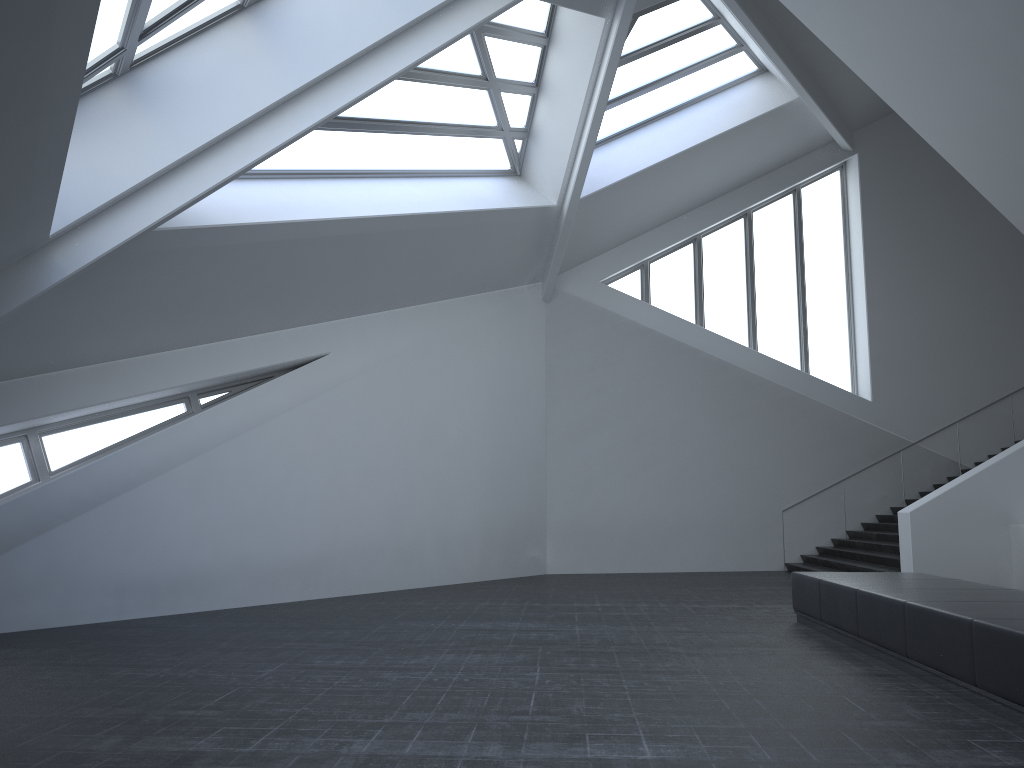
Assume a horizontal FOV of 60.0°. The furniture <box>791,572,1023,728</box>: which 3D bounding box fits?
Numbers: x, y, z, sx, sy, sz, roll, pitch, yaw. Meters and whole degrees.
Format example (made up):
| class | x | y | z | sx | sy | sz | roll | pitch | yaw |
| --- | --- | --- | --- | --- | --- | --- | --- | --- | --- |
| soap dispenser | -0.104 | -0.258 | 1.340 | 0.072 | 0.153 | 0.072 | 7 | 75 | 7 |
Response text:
| class | x | y | z | sx | sy | sz | roll | pitch | yaw |
| --- | --- | --- | --- | --- | --- | --- | --- | --- | --- |
| furniture | 3.883 | 2.089 | 7.528 | 1.488 | 0.580 | 5.742 | 0 | -8 | 3 |
